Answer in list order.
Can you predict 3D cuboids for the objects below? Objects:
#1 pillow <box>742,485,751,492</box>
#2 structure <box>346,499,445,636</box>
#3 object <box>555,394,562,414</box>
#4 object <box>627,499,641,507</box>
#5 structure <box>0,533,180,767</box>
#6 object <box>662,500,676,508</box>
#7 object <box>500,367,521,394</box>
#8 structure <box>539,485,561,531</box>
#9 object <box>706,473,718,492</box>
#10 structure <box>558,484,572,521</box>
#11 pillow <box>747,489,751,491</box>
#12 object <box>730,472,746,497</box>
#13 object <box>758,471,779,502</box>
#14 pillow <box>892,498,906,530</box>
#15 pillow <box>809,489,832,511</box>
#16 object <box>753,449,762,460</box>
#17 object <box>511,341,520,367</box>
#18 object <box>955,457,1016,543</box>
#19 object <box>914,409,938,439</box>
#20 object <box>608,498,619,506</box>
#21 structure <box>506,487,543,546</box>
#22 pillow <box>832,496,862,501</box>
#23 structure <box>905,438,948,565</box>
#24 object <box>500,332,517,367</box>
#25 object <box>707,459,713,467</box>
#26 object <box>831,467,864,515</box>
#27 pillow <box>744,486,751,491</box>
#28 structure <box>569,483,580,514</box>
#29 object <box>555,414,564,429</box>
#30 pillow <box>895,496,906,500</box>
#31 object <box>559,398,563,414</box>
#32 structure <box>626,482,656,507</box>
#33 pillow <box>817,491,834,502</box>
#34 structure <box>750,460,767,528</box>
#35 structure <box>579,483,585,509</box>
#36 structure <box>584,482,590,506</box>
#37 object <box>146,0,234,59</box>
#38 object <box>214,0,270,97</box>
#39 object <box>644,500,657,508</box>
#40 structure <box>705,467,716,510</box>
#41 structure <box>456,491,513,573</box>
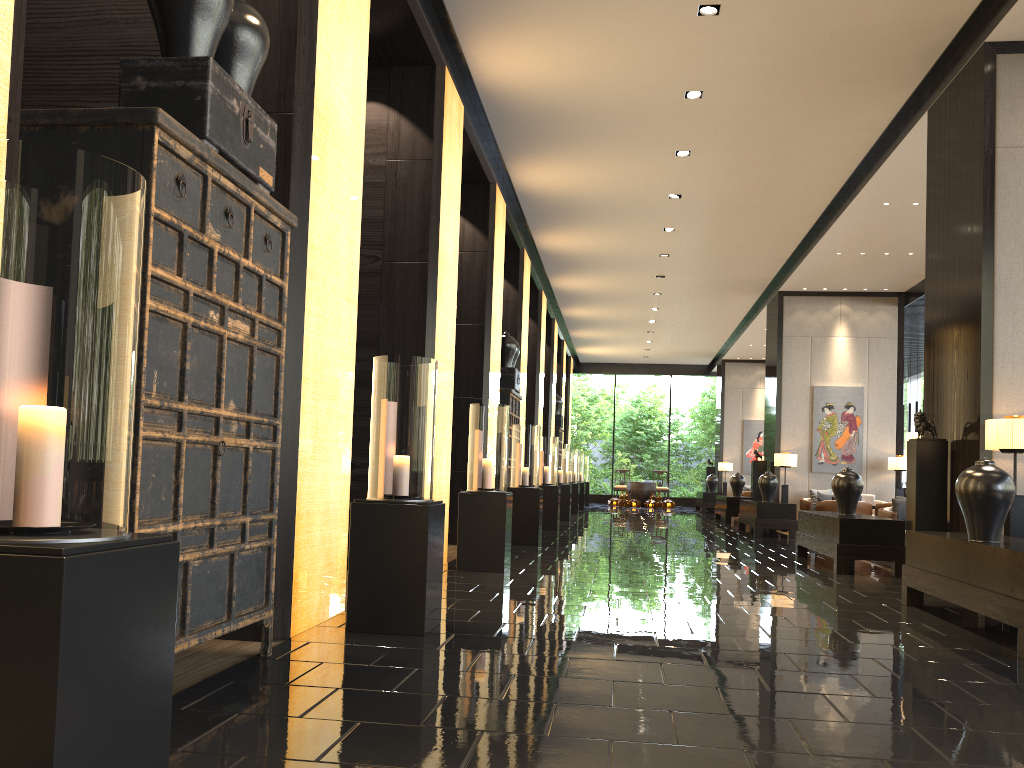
[{"bbox_3d":[6.359,2.919,23.876,0.433,0.398,0.201,3,-3,-14],"label":"pillow"},{"bbox_3d":[-0.595,0.933,4.603,0.402,0.656,0.403,2,-3,7],"label":"structure"},{"bbox_3d":[1.015,0.467,20.687,0.312,0.491,0.312,3,-4,-19],"label":"object"},{"bbox_3d":[3.452,3.362,24.999,0.369,0.228,0.371,-1,-6,30],"label":"object"},{"bbox_3d":[-0.957,0.629,1.739,0.402,0.656,0.403,2,-3,7],"label":"structure"},{"bbox_3d":[4.500,3.442,25.432,0.370,0.228,0.371,4,-5,-20],"label":"object"},{"bbox_3d":[-0.073,-0.038,12.085,0.365,0.314,0.608,1,-5,7],"label":"object"},{"bbox_3d":[0.507,1.858,13.335,0.402,0.656,0.403,2,-3,7],"label":"structure"},{"bbox_3d":[5.210,2.574,23.048,0.311,0.491,0.312,0,-4,26],"label":"object"},{"bbox_3d":[0.874,2.166,16.245,0.402,0.656,0.403,2,-3,7],"label":"structure"},{"bbox_3d":[6.052,2.747,21.965,0.441,0.337,0.205,1,-4,14],"label":"pillow"},{"bbox_3d":[4.562,2.031,17.913,0.311,0.491,0.312,0,-4,26],"label":"object"},{"bbox_3d":[4.080,1.626,14.094,0.311,0.491,0.312,0,-4,26],"label":"object"},{"bbox_3d":[4.443,1.458,9.858,0.399,0.361,0.223,1,-3,8],"label":"pillow"},{"bbox_3d":[5.230,1.971,14.930,0.433,0.398,0.201,3,-3,-14],"label":"pillow"},{"bbox_3d":[4.456,1.283,16.048,0.161,0.217,0.102,2,-3,-5],"label":"object"},{"bbox_3d":[-0.046,-0.424,12.276,0.311,0.491,0.312,3,-3,-11],"label":"object"},{"bbox_3d":[2.763,0.675,5.173,0.311,0.491,0.312,0,-4,26],"label":"object"},{"bbox_3d":[3.339,0.328,7.159,0.176,0.245,0.116,2,-3,7],"label":"object"},{"bbox_3d":[2.973,3.411,25.645,0.369,0.228,0.371,0,-5,25],"label":"object"},{"bbox_3d":[0.140,1.549,10.424,0.402,0.656,0.403,2,-3,7],"label":"structure"},{"bbox_3d":[4.923,1.800,13.018,0.441,0.337,0.205,1,-4,14],"label":"pillow"},{"bbox_3d":[3.333,1.051,7.123,0.240,1.214,0.241,2,-3,7],"label":"structure"},{"bbox_3d":[-0.088,-0.459,11.947,0.312,0.491,0.312,4,-4,-26],"label":"object"},{"bbox_3d":[5.582,2.211,24.937,0.176,0.245,0.116,1,-3,12],"label":"object"},{"bbox_3d":[3.452,1.099,9.117,0.311,0.491,0.312,3,-3,-11],"label":"object"},{"bbox_3d":[6.439,2.925,23.709,0.471,0.360,0.220,2,-3,4],"label":"pillow"},{"bbox_3d":[1.241,2.474,19.156,0.402,0.656,0.403,2,-3,7],"label":"structure"},{"bbox_3d":[1.030,0.888,20.826,0.365,0.314,0.608,1,-5,7],"label":"object"},{"bbox_3d":[5.775,1.814,12.912,0.399,0.361,0.223,1,-3,8],"label":"pillow"},{"bbox_3d":[1.057,0.502,21.017,0.311,0.491,0.312,3,-3,-11],"label":"object"},{"bbox_3d":[3.774,3.218,25.864,0.873,0.708,0.877,2,-4,-4],"label":"structure"},{"bbox_3d":[5.310,1.978,14.762,0.471,0.360,0.220,2,-3,4],"label":"pillow"},{"bbox_3d":[4.453,1.992,16.003,0.240,1.214,0.241,2,-3,7],"label":"structure"},{"bbox_3d":[1.609,2.782,22.066,0.402,0.656,0.403,2,-3,7],"label":"structure"},{"bbox_3d":[1.976,3.091,24.976,0.402,0.656,0.403,2,-3,7],"label":"structure"},{"bbox_3d":[-1.185,-1.380,3.251,0.311,0.491,0.312,2,-3,4],"label":"object"},{"bbox_3d":[-1.144,-1.345,3.581,0.311,0.491,0.312,3,-3,-11],"label":"object"},{"bbox_3d":[3.909,3.372,24.945,0.369,0.228,0.371,1,-5,10],"label":"object"},{"bbox_3d":[5.577,2.935,24.907,0.240,1.214,0.241,2,-3,7],"label":"structure"},{"bbox_3d":[-0.228,1.241,7.514,0.402,0.656,0.403,2,-3,7],"label":"structure"}]
